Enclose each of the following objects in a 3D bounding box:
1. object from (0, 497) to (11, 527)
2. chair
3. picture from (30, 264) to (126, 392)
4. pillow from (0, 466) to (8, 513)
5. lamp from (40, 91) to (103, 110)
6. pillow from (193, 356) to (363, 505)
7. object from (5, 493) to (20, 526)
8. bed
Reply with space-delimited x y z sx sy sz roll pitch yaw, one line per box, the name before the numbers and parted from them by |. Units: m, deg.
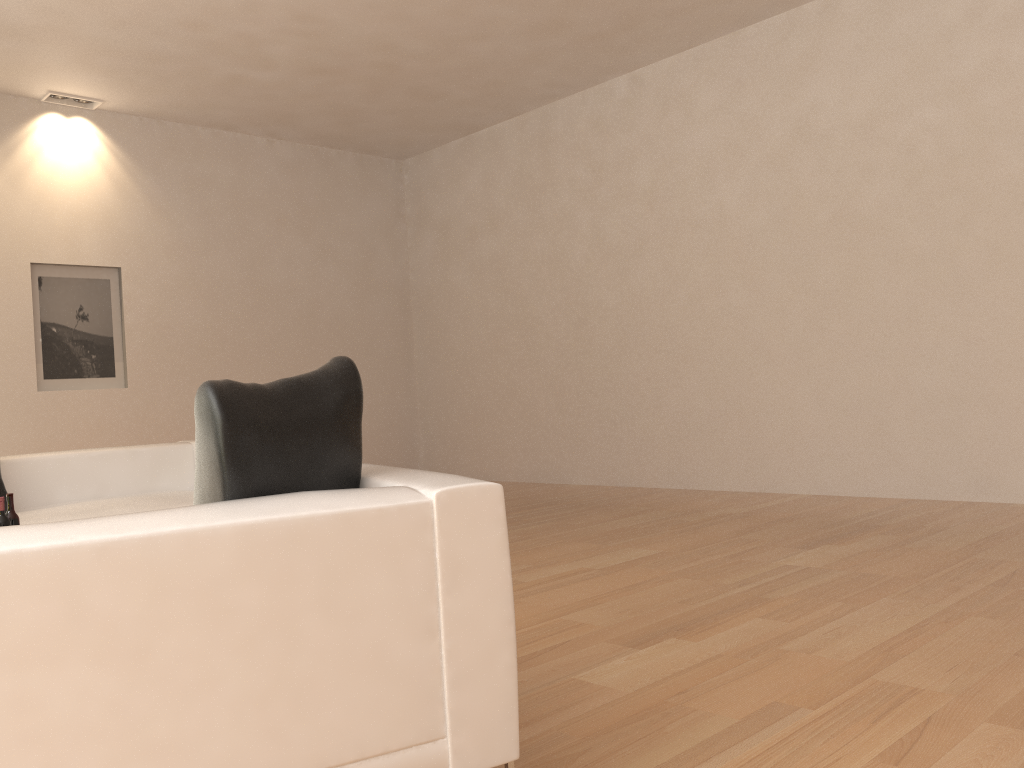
object | -1.863 0.535 3.242 0.059 0.244 0.059 -3 -1 -43
chair | -1.016 0.637 2.000 1.671 0.761 1.262 -3 -1 -28
picture | -3.891 -0.501 7.963 0.802 1.155 0.005 -3 -1 -44
pillow | -2.999 0.475 4.653 0.270 0.524 0.628 -4 -1 30
lamp | -3.890 -2.575 7.835 0.446 0.166 0.243 -3 -1 -44
pillow | -0.552 0.271 2.105 0.324 0.666 0.506 -4 -1 37
object | -1.888 0.537 3.346 0.057 0.248 0.057 -3 -1 -26
bed | -2.709 0.771 4.679 3.075 0.761 1.262 -3 -1 -43
